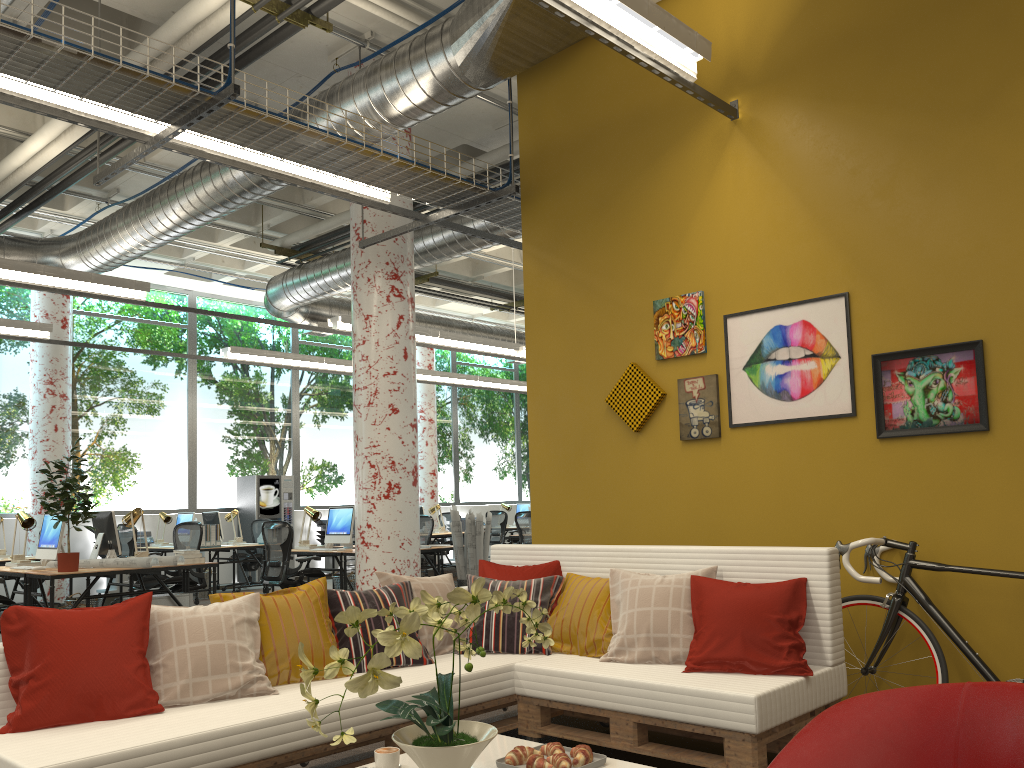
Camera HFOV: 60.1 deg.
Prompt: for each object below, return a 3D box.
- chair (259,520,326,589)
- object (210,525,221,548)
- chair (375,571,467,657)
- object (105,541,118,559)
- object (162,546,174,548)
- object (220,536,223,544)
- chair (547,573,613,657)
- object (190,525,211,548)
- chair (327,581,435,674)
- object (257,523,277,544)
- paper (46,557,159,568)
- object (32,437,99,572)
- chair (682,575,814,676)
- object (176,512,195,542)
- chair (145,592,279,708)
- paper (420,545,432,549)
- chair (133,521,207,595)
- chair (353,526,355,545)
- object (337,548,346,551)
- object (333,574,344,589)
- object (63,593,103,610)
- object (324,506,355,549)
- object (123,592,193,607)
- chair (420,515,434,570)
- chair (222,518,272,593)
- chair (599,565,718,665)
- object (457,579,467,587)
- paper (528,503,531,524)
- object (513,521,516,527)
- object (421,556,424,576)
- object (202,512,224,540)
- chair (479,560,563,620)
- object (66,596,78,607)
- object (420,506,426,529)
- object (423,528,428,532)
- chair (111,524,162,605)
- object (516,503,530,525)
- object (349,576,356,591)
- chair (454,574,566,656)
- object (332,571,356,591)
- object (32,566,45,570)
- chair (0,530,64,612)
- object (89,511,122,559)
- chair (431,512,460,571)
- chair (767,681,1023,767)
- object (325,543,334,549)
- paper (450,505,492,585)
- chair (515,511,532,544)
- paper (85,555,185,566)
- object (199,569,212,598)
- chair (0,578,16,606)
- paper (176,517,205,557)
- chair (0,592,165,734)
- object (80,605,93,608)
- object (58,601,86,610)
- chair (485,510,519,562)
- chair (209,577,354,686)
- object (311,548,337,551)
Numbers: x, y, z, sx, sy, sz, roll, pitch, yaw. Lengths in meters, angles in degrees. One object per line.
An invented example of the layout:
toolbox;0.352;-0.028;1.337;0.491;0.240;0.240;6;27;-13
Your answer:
chair;-2.403;2.027;9.664;0.771;1.080;0.795;-5;-7;26
object;-4.080;2.062;11.991;0.281;0.301;0.150;-8;-8;43
chair;-0.409;1.144;4.435;0.546;0.435;0.336;4;-8;-42
object;-3.659;1.537;8.092;0.101;0.208;0.102;-2;-5;-2
object;-4.824;2.296;12.487;0.440;0.017;0.119;-9;-11;43
object;-4.281;2.245;12.930;0.101;0.208;0.102;-2;-5;-2
chair;0.378;1.127;4.294;0.523;0.379;0.367;-7;-8;39
object;-4.181;2.051;11.883;0.281;0.301;0.150;-8;-8;43
chair;-0.639;1.133;4.084;0.523;0.406;0.342;2;-7;-31
object;-3.491;2.131;12.621;0.281;0.301;0.150;-8;-8;43
paper;-3.454;1.500;7.415;1.135;0.082;0.083;-4;-7;17
object;-3.569;0.961;7.086;0.515;1.072;0.440;-5;-6;33
chair;0.992;1.019;3.731;0.519;0.393;0.336;-4;-7;20
object;-4.864;2.472;12.824;1.081;1.203;0.191;-8;-8;43
chair;-1.223;1.056;3.505;0.525;0.399;0.333;2;-7;-28
paper;-1.248;1.785;9.684;0.569;0.061;0.627;-8;-10;40
chair;-3.389;1.914;8.784;0.771;1.080;0.795;-5;-7;26
chair;-2.394;2.773;15.082;0.771;1.080;0.795;-5;-7;26
object;-1.878;1.822;9.752;0.060;0.029;0.106;-9;-10;43
object;-2.081;2.509;10.782;0.236;0.401;0.120;-7;-7;43
object;-4.113;2.222;8.506;0.360;0.433;0.354;-7;-8;39
object;-1.949;1.650;10.144;0.485;0.483;0.190;-8;-8;43
object;-3.083;2.077;7.735;0.221;0.453;0.542;-7;-8;43
chair;-1.299;2.193;11.115;0.771;1.080;0.795;-5;-7;26
chair;-4.011;2.622;13.623;0.771;1.080;0.795;-5;-7;26
chair;0.668;1.048;4.012;0.526;0.426;0.313;-4;-6;21
object;-0.417;2.316;9.634;0.353;0.396;0.355;-2;-6;-2
paper;0.479;2.507;14.223;0.441;1.192;0.414;-4;-6;21
object;0.075;2.836;18.194;0.101;0.208;0.102;-2;-5;-2
object;-1.592;3.124;15.358;0.236;0.401;0.120;-7;-7;43
object;-4.491;2.152;13.215;0.485;0.483;0.190;-8;-8;43
chair;0.038;1.154;4.707;0.534;0.435;0.288;-4;-6;15
object;-4.170;2.230;8.451;0.236;0.401;0.120;-7;-7;43
object;-1.771;2.469;16.124;0.485;0.483;0.190;-8;-8;43
object;-1.561;2.562;15.840;0.101;0.208;0.102;-2;-5;-2
chair;-5.114;2.456;12.172;0.771;1.080;0.795;-5;-7;26
object;0.277;2.655;17.932;0.485;0.483;0.190;-8;-8;43
object;-1.659;2.359;9.888;0.360;0.433;0.354;-7;-8;39
chair;-0.009;1.154;4.412;0.517;0.390;0.359;-3;-6;12
object;-2.023;2.501;10.837;0.360;0.433;0.354;-7;-8;39
object;-3.967;1.543;7.421;0.060;0.029;0.106;-9;-10;43
chair;-6.143;2.373;11.343;0.771;1.080;0.795;-5;-7;26
object;-3.869;1.444;8.377;0.485;0.483;0.190;-8;-8;43
chair;-1.291;2.939;16.532;0.771;1.080;0.795;-5;-7;26
chair;0.654;0.954;1.574;0.637;0.808;0.838;-4;-7;17
object;-2.150;1.831;10.405;0.101;0.208;0.102;-2;-5;-2
paper;-0.453;1.908;9.673;0.441;1.192;0.414;-4;-6;21
chair;0.385;2.332;12.502;0.771;1.080;0.795;-5;-7;26
paper;-3.339;1.513;7.536;1.134;0.082;0.083;-3;-6;8
object;-4.312;2.807;12.449;0.236;0.401;0.120;-7;-7;43
chair;-4.492;1.748;7.334;0.771;1.080;0.795;-5;-7;26
paper;-5.020;2.630;13.893;0.441;1.192;0.414;-4;-6;21
chair;-1.563;1.004;3.209;0.534;0.442;0.303;2;-7;-31
object;-3.691;2.100;7.610;0.236;0.401;0.120;-7;-7;43
object;-3.749;2.081;7.557;0.360;0.433;0.354;-7;-8;39
chair;-0.177;3.031;17.452;0.771;1.080;0.795;-5;-7;26
chair;-0.985;1.072;3.806;0.547;0.436;0.317;3;-7;-35
object;-2.112;1.867;9.979;0.440;0.017;0.119;-9;-11;43
